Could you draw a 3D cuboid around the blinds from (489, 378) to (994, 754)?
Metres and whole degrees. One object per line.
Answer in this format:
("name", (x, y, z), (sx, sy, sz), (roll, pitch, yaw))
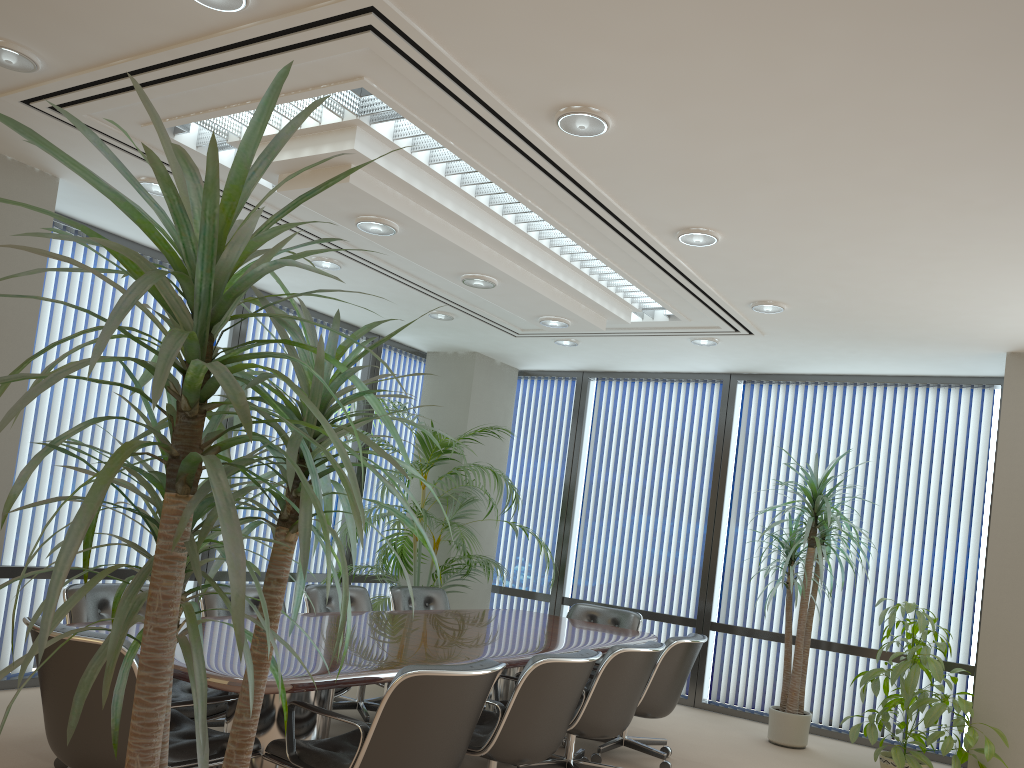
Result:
("blinds", (1.580, 1.409, 8.250), (4.914, 2.888, 0.051), (2, -5, 32))

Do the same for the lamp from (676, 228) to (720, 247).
("lamp", (0.972, -0.761, 4.609), (0.227, 0.035, 0.225), (13, -11, -33))

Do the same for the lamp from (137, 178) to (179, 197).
("lamp", (-1.961, -1.081, 4.874), (0.227, 0.035, 0.225), (15, -12, -40))

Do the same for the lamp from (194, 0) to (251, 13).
("lamp", (-0.967, -1.278, 2.870), (0.224, 0.035, 0.228), (1, -11, 35))

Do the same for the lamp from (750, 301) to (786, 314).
("lamp", (1.667, -0.494, 5.742), (0.227, 0.035, 0.225), (13, -11, -33))

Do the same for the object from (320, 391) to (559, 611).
("object", (-0.803, 1.325, 7.781), (2.187, 2.461, 2.087), (11, -7, -37))

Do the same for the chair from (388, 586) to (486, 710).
("chair", (-0.533, 2.002, 6.661), (0.850, 0.852, 0.768), (2, -7, 37))

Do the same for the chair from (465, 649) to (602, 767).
("chair", (-0.034, 1.696, 4.361), (0.849, 0.852, 0.768), (3, -7, 32))

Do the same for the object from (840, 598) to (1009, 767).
("object", (2.820, 2.173, 6.072), (0.978, 1.303, 0.864), (7, -5, 3))

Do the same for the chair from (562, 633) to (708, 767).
("chair", (0.801, 2.029, 5.800), (0.849, 0.853, 0.744), (4, -6, 27))

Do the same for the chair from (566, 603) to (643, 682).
("chair", (0.567, 2.169, 6.856), (0.756, 0.852, 0.863), (3, -7, 32))

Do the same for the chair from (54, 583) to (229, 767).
("chair", (-1.858, 1.494, 4.503), (0.849, 0.852, 0.768), (4, -6, 27))

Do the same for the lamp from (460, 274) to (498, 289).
("lamp", (-0.198, -0.608, 5.287), (0.227, 0.035, 0.225), (13, -11, -33))

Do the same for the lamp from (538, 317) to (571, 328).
("lamp", (0.293, -0.420, 6.088), (0.227, 0.035, 0.225), (13, -11, -33))

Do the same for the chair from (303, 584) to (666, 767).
("chair", (-0.301, 1.849, 5.522), (2.519, 0.852, 0.768), (2, -8, 32))

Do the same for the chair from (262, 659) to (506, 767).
("chair", (-0.529, 1.520, 3.638), (0.854, 0.852, 0.762), (3, -7, 36))

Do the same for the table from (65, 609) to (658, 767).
("table", (-0.504, 1.823, 5.177), (1.502, 0.743, 4.123), (2, -10, 32))

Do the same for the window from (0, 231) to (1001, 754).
("window", (-0.214, 1.134, 7.871), (7.395, 2.892, 3.554), (9, -7, -12))

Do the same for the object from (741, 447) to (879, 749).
("object", (2.280, 1.650, 6.834), (1.016, 2.298, 1.041), (7, -4, 8))

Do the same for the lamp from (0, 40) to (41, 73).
("lamp", (-2.007, -1.303, 3.520), (0.227, 0.035, 0.225), (15, -12, -40))

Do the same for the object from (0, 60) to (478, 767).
("object", (-0.519, 0.479, 1.403), (0.804, 1.820, 0.824), (7, -4, 8))

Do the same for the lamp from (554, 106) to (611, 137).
("lamp", (0.278, -1.028, 3.476), (0.224, 0.035, 0.228), (3, -10, 22))

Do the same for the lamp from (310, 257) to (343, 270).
("lamp", (-1.267, -0.814, 6.007), (0.227, 0.035, 0.225), (13, -11, -33))

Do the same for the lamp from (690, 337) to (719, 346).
("lamp", (1.506, -0.328, 6.905), (0.224, 0.035, 0.228), (3, -10, 22))

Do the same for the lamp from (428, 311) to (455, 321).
("lamp", (-0.573, -0.548, 7.140), (0.227, 0.035, 0.225), (13, -11, -33))

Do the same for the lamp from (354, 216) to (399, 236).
("lamp", (-0.689, -0.797, 4.486), (0.227, 0.035, 0.225), (15, -12, -40))

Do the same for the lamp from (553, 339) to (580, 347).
("lamp", (0.466, -0.353, 7.555), (0.225, 0.035, 0.228), (-1, -12, 42))

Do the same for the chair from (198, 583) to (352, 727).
("chair", (-1.450, 1.663, 5.245), (0.849, 0.852, 0.768), (3, -7, 32))

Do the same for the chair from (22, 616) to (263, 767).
("chair", (-1.495, 1.377, 3.491), (0.756, 0.852, 0.863), (3, -7, 32))

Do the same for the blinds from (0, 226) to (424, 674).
("blinds", (-2.047, 0.828, 7.422), (0.031, 2.884, 4.959), (5, -7, 32))
